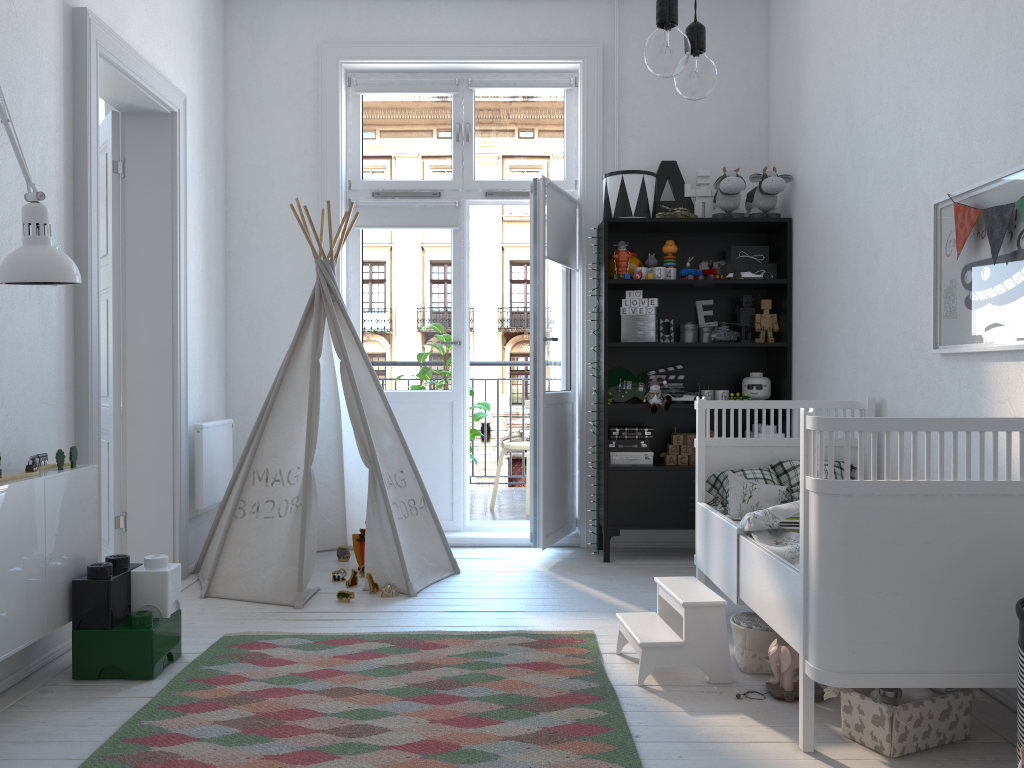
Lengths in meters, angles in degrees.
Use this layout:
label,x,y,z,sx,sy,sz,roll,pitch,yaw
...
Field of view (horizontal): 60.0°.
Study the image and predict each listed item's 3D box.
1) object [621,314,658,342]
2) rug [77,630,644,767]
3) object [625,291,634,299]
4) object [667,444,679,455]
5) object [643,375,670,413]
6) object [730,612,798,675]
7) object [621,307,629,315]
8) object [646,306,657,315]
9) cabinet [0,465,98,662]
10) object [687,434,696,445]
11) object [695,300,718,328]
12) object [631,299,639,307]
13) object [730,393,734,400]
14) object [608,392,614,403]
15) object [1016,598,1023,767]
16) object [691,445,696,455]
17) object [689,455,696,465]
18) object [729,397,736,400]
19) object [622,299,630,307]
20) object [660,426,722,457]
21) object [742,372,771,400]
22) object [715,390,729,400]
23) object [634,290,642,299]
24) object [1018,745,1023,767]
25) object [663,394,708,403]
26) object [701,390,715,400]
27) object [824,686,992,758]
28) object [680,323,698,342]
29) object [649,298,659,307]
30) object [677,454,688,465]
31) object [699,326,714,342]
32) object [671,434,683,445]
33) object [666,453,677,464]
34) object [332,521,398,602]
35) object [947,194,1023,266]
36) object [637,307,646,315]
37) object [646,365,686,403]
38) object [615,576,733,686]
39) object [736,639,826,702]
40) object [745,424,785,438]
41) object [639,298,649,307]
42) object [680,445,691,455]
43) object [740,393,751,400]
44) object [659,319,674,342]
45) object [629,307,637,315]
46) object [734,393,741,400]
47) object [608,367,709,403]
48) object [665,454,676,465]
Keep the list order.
label,x,y,z,sx,sy,sz,roll,pitch,yaw
object,0.677,-0.244,4.422,0.169,0.138,0.124,0,1,15
rug,-0.335,0.897,2.132,1.320,0.016,2.028,0,0,0
object,0.625,-0.412,4.395,0.040,0.040,0.040,0,1,5
object,0.849,0.356,4.442,0.050,0.050,0.050,0,1,0
object,0.748,0.076,4.316,0.111,0.186,0.129,0,1,-13
object,0.826,0.829,2.812,0.214,0.148,0.240,0,0,7
object,0.603,-0.332,4.402,0.040,0.040,0.040,0,1,15
object,0.728,-0.332,4.370,0.040,0.040,0.040,0,1,30
cabinet,-1.390,0.505,2.346,0.183,0.454,0.970,0,0,0
object,0.946,0.306,4.436,0.049,0.050,0.050,0,1,20
object,1.057,-0.335,4.622,0.107,0.151,0.055,0,1,0
object,0.653,-0.372,4.389,0.040,0.040,0.040,0,1,20
object,1.125,0.100,4.376,0.042,0.054,0.031,-1,1,-40
object,0.542,0.099,4.531,0.042,0.054,0.031,0,1,10
object,1.180,0.647,1.713,0.346,0.513,0.345,0,1,-10
object,0.959,0.356,4.450,0.050,0.050,0.050,0,1,0
object,0.957,0.406,4.424,0.049,0.050,0.050,0,1,30
object,1.134,0.109,4.586,0.163,0.034,0.069,0,0,0
object,0.609,-0.372,4.400,0.040,0.040,0.040,0,1,10
object,0.977,0.340,4.556,0.336,0.186,0.111,0,1,15
object,1.274,0.051,4.481,0.140,0.162,0.139,0,1,-25
object,1.089,0.093,4.429,0.067,0.067,0.067,0,1,14
object,0.666,-0.412,4.384,0.040,0.040,0.040,0,1,10
object,1.010,0.728,1.387,0.379,0.367,0.377,0,1,-30
object,0.904,0.103,4.435,0.230,0.048,0.099,0,0,25
object,1.030,0.093,4.475,0.067,0.067,0.067,0,1,14
object,1.014,0.822,2.247,0.361,0.163,0.241,0,0,-25
object,0.956,-0.231,4.580,0.095,0.110,0.095,0,1,4
object,0.740,-0.372,4.366,0.040,0.040,0.040,0,1,25
object,0.890,0.406,4.423,0.050,0.050,0.050,0,1,5
object,1.055,-0.222,4.498,0.078,0.091,0.246,0,0,-5
object,0.866,0.306,4.434,0.050,0.050,0.050,0,1,0
object,0.846,0.405,4.478,0.050,0.050,0.050,0,1,0
object,-0.572,0.756,3.975,0.385,0.284,0.855,0,0,-8
object,1.388,-0.520,2.347,0.058,0.415,0.904,0,0,-1
object,0.683,-0.332,4.381,0.040,0.040,0.040,0,1,15
object,0.838,0.028,4.583,0.201,0.199,0.048,0,1,-1
object,0.524,0.780,2.779,0.289,0.246,0.332,0,0,-5
object,0.783,0.828,2.541,0.254,0.152,0.125,0,1,-1
object,1.311,0.331,4.472,0.132,0.199,0.267,0,0,0
object,0.697,-0.372,4.377,0.040,0.040,0.040,0,1,30
object,0.905,0.356,4.422,0.050,0.050,0.050,0,1,0
object,1.198,0.099,4.400,0.042,0.054,0.031,1,1,45
object,0.847,-0.243,4.613,0.070,0.135,0.028,0,1,-1
object,0.643,-0.332,4.400,0.040,0.040,0.040,0,1,5
object,1.167,0.099,4.430,0.042,0.054,0.031,0,1,0
object,0.797,0.060,4.609,0.542,0.239,0.093,0,1,0
object,0.831,0.406,4.423,0.050,0.050,0.050,0,1,0
